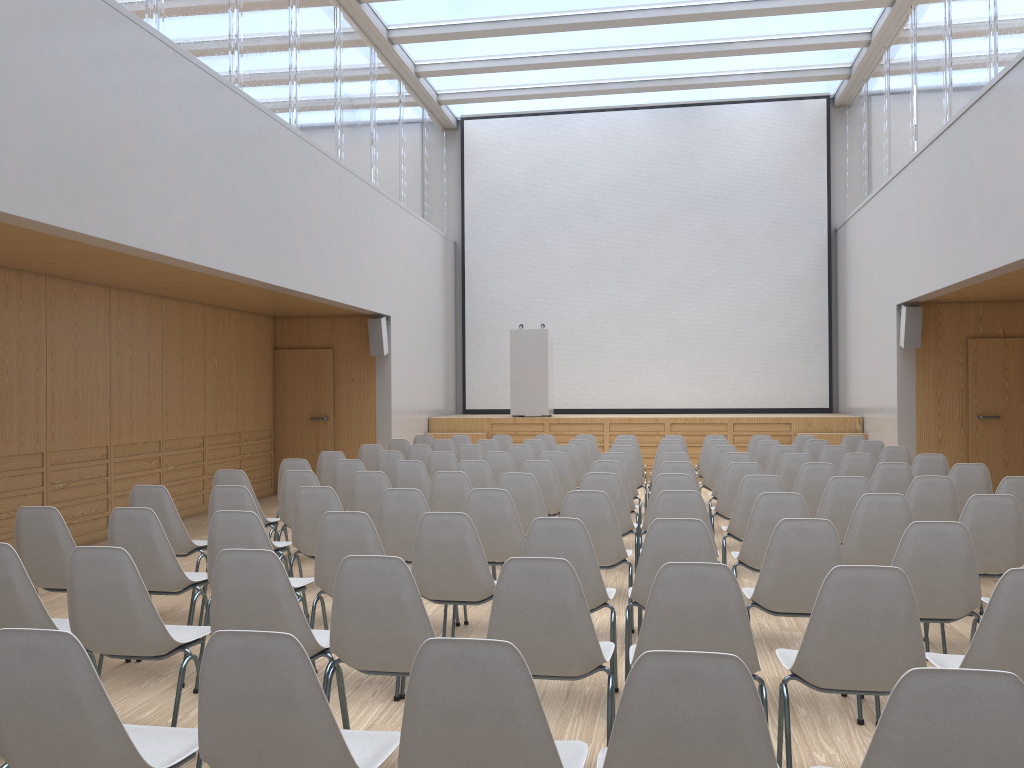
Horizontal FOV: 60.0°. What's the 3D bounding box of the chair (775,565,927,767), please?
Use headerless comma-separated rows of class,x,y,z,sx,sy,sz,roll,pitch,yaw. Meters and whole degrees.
chair,1.150,1.003,3.002,0.479,0.876,0.505,0,0,10

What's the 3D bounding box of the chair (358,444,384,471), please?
chair,-1.436,1.070,9.553,0.479,0.876,0.505,0,0,10

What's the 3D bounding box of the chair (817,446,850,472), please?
chair,3.158,1.031,8.773,0.479,0.876,0.505,0,0,10

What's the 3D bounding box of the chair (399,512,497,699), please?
chair,-0.258,1.023,4.287,0.479,0.876,0.505,0,0,10

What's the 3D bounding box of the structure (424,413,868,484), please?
structure,2.010,1.024,14.086,6.552,1.027,2.728,0,0,10

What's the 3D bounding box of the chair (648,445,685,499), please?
chair,1.619,1.044,9.028,0.479,0.876,0.505,0,0,10

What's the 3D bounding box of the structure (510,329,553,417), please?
structure,0.320,-0.166,14.157,0.605,1.379,0.605,0,0,10

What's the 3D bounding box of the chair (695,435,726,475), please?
chair,2.492,1.052,10.907,0.479,0.876,0.505,0,0,10

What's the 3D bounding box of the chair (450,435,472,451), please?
chair,-0.606,1.077,11.338,0.479,0.876,0.505,0,0,10

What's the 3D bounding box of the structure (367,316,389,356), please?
structure,-1.808,-0.648,12.025,0.196,0.542,0.368,0,0,10

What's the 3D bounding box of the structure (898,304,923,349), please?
structure,4.887,-0.705,10.874,0.196,0.542,0.368,0,0,10

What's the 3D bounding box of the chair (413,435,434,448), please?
chair,-1.078,1.082,11.502,0.479,0.876,0.505,0,0,10

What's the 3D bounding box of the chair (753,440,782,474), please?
chair,2.809,1.041,9.778,0.479,0.876,0.505,0,0,10

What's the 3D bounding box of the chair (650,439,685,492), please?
chair,1.796,1.050,10.022,0.479,0.876,0.505,0,0,10

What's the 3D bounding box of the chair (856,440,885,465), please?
chair,3.842,1.032,9.600,0.479,0.876,0.505,0,0,10

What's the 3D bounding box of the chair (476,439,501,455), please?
chair,-0.239,1.067,10.302,0.479,0.876,0.505,0,0,10

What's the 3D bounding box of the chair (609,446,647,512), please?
chair,1.132,1.048,9.010,0.479,0.876,0.505,0,0,10

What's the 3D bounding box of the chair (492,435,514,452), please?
chair,-0.089,1.073,11.291,0.479,0.876,0.505,0,0,10

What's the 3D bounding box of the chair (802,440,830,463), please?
chair,3.322,1.037,9.750,0.479,0.876,0.505,0,0,10

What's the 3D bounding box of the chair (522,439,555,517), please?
chair,0.285,1.063,10.272,0.479,0.876,0.505,0,0,10

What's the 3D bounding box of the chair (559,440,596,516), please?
chair,0.792,1.058,10.125,0.479,0.876,0.505,0,0,10

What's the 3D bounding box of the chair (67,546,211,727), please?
chair,-1.445,1.026,3.448,0.479,0.876,0.505,0,0,10

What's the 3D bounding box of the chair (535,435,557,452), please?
chair,0.449,1.069,11.239,0.479,0.876,0.505,0,0,10

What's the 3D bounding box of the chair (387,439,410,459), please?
chair,-1.269,1.076,10.549,0.479,0.876,0.505,0,0,10

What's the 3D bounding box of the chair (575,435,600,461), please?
chair,0.947,1.065,11.182,0.479,0.876,0.505,0,0,10

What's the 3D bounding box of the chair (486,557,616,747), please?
chair,0.130,1.012,3.177,0.479,0.876,0.505,0,0,10

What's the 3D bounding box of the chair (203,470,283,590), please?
chair,-1.970,1.052,6.582,0.479,0.876,0.505,0,0,10

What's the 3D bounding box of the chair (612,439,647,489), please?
chair,1.292,1.054,10.080,0.479,0.876,0.505,0,0,10

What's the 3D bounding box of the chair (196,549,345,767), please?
chair,-0.888,1.021,3.371,0.479,0.876,0.505,0,0,10

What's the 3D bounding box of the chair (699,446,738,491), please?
chair,2.113,1.040,8.883,0.479,0.876,0.505,0,0,10

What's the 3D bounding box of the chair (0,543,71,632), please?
chair,-1.919,1.030,3.558,0.479,0.876,0.505,0,0,10

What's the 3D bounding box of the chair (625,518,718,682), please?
chair,0.756,1.014,4.043,0.479,0.876,0.505,0,0,10

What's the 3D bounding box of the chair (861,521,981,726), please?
chair,1.802,1.005,3.904,0.479,0.876,0.505,0,0,10

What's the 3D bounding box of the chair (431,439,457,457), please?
chair,-0.752,1.072,10.431,0.479,0.876,0.505,0,0,10

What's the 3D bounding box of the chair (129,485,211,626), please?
chair,-2.138,1.046,5.576,0.479,0.876,0.505,0,0,10

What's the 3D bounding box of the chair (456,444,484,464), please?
chair,-0.392,1.062,9.383,0.479,0.876,0.505,0,0,10

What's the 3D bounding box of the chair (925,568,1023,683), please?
chair,1.663,0.999,2.942,0.479,0.876,0.505,0,0,10

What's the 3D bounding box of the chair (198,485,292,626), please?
chair,-1.629,1.042,5.509,0.479,0.876,0.505,0,0,10

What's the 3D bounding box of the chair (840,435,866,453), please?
chair,4.052,1.038,10.620,0.479,0.876,0.505,0,0,10

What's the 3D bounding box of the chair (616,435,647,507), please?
chair,1.437,1.060,11.050,0.479,0.876,0.505,0,0,10

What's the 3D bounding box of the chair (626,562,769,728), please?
chair,0.632,1.008,3.071,0.479,0.876,0.505,0,0,10

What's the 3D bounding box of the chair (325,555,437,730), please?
chair,-0.422,1.017,3.231,0.479,0.876,0.505,0,0,10

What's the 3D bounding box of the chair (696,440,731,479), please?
chair,2.292,1.046,9.908,0.479,0.876,0.505,0,0,10

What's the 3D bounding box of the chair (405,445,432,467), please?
chair,-0.914,1.065,9.403,0.479,0.876,0.505,0,0,10

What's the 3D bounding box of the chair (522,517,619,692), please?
chair,0.242,1.018,4.090,0.479,0.876,0.505,0,0,10

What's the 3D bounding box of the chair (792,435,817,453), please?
chair,3.520,1.043,10.740,0.479,0.876,0.505,0,0,10

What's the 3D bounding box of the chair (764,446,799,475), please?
chair,2.687,1.035,8.826,0.479,0.876,0.505,0,0,10

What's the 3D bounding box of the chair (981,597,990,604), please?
chair,2.306,1.001,3.777,0.479,0.876,0.505,0,0,10

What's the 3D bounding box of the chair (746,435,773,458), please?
chair,3.018,1.047,10.798,0.479,0.876,0.505,0,0,10

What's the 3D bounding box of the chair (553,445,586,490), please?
chair,0.593,1.053,9.186,0.479,0.876,0.505,0,0,10

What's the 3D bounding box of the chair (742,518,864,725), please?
chair,1.292,1.010,4.011,0.479,0.876,0.505,0,0,10

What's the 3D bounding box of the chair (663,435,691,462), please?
chair,1.994,1.056,10.933,0.479,0.876,0.505,0,0,10

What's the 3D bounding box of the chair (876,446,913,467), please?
chair,3.688,1.026,8.653,0.479,0.876,0.505,0,0,10

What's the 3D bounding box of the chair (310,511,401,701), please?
chair,-0.723,1.027,4.338,0.479,0.876,0.505,0,0,10

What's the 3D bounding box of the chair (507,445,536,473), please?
chair,0.122,1.057,9.247,0.479,0.876,0.505,0,0,10
